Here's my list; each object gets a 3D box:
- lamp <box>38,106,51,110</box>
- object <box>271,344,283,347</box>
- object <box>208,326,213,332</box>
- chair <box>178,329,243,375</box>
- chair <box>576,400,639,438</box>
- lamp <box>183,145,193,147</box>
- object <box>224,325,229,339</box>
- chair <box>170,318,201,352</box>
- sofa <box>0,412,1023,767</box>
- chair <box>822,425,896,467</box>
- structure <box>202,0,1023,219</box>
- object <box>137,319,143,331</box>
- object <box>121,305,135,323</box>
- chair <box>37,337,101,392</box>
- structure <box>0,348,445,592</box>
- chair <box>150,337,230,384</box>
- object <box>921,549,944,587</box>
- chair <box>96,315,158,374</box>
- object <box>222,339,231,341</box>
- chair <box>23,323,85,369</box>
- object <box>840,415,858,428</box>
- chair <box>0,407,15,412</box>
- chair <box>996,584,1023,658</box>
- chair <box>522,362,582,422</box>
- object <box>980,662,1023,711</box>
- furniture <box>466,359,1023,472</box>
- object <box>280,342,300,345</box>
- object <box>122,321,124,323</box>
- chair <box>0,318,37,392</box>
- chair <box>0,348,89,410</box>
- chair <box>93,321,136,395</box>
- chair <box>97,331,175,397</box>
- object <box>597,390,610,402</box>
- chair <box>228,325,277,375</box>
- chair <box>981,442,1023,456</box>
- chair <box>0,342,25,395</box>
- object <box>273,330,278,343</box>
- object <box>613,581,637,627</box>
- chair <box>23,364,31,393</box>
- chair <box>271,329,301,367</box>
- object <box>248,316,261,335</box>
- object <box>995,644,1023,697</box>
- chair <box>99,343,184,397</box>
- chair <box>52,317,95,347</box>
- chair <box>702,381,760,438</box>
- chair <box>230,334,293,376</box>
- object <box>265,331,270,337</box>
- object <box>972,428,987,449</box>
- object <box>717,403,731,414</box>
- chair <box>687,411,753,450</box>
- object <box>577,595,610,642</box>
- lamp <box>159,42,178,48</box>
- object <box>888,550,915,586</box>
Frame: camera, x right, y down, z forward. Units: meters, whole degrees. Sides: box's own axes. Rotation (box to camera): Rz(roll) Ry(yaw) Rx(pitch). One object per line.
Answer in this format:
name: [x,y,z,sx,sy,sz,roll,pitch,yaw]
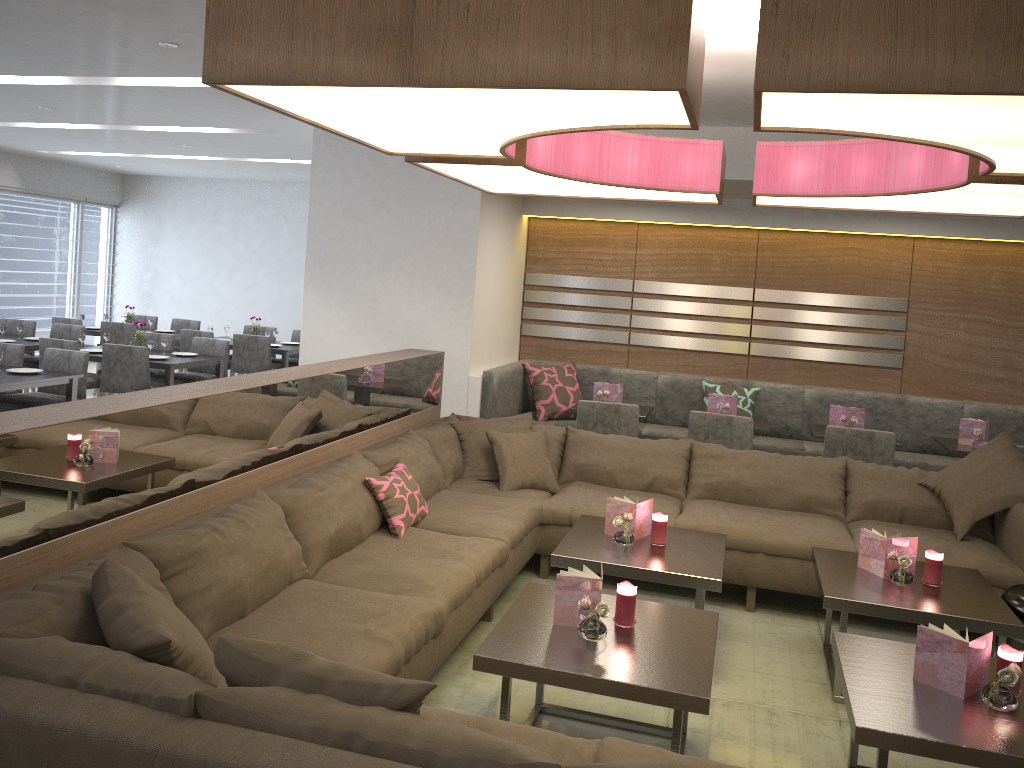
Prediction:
lamp: [-3.479,-2.053,6.577,0.089,0.007,0.089,0,8,-30]
object: [-2.404,-0.384,8.829,0.216,0.015,0.218,3,7,-5]
object: [-3.098,-0.524,9.074,0.053,0.139,0.053,3,3,-27]
chair: [-3.012,-0.163,8.819,0.478,0.759,0.493,5,4,20]
chair: [0.598,0.467,5.684,0.477,0.759,0.494,5,4,7]
lamp: [-3.027,-2.220,8.246,0.089,0.007,0.089,0,8,-30]
object: [-3.022,-0.553,9.355,0.053,0.139,0.053,3,3,-27]
chair: [-3.770,-0.329,9.763,0.478,0.759,0.493,5,4,20]
sofa: [0.595,0.814,3.149,3.184,0.672,3.782,6,7,15]
chair: [2.043,0.615,5.302,0.478,0.759,0.493,5,4,17]
structure: [0.763,-1.027,2.968,2.450,0.616,2.452,6,7,15]
object: [-3.939,-0.617,9.354,0.053,0.139,0.053,3,3,-27]
object: [-4.103,-0.711,9.463,0.155,0.275,0.104,5,3,12]
chair: [-3.477,0.010,7.100,0.478,0.759,0.493,5,4,20]
structure: [-1.044,0.476,3.597,0.224,1.002,3.789,5,6,15]
chair: [-2.773,-0.006,7.652,0.478,0.759,0.493,5,4,20]
object: [1.635,0.713,3.432,0.075,0.128,0.076,3,4,-23]
chair: [-4.293,-0.384,9.912,0.477,0.759,0.494,5,4,10]
object: [-2.967,-0.442,8.981,0.216,0.015,0.218,3,7,-5]
chair: [-4.234,-0.157,8.045,0.478,0.759,0.493,5,4,20]
object: [2.108,0.255,5.537,0.094,0.125,0.102,3,4,-21]
chair: [-3.401,0.222,5.369,0.477,0.759,0.494,5,4,10]
chair: [2.053,1.008,3.315,0.422,0.449,0.425,4,4,-4]
chair: [0.333,0.057,6.626,0.491,0.426,0.297,1,5,-32]
object: [1.363,0.815,2.436,0.193,0.125,0.095,-1,6,-43]
furniture: [2.183,0.691,4.353,5.656,0.850,4.274,6,7,15]
object: [-2.303,-0.421,9.201,0.217,0.015,0.217,8,8,30]
object: [-4.173,-0.629,9.478,0.070,0.099,0.204,3,6,-15]
chair: [-4.757,-0.212,8.194,0.477,0.759,0.494,5,4,10]
chair: [-3.219,0.159,6.001,0.478,0.759,0.493,5,4,20]
chair: [-3.951,-0.266,9.131,0.477,0.759,0.494,5,4,10]
chair: [-3.296,-0.061,7.801,0.477,0.759,0.494,5,4,10]
object: [0.623,0.103,5.935,0.107,0.125,0.095,1,5,-32]
chair: [-2.831,-0.233,9.519,0.477,0.759,0.494,5,4,10]
chair: [2.803,0.694,5.091,0.477,0.759,0.494,5,4,11]
chair: [-3.742,0.104,6.150,0.477,0.759,0.494,5,4,10]
object: [-2.466,-0.496,9.206,0.053,0.139,0.053,3,3,-27]
object: [0.361,0.697,2.805,0.075,0.128,0.076,3,4,-13]
chair: [-4.416,-0.094,7.413,0.477,0.759,0.494,5,4,10]
chair: [-2.308,-0.179,9.370,0.478,0.759,0.493,5,4,20]
object: [-2.642,-0.561,9.070,0.155,0.275,0.104,5,3,12]
object: [1.403,0.808,2.496,0.075,0.128,0.076,3,4,-23]
chair: [-2.954,0.056,7.020,0.477,0.759,0.494,5,4,10]
chair: [-4.473,-0.313,9.211,0.478,0.759,0.493,5,4,20]
chair: [1.580,0.198,6.455,0.427,0.394,0.220,5,4,16]
chair: [-2.489,-0.116,8.738,0.477,0.759,0.494,5,4,10]
object: [-2.482,-0.468,8.962,0.053,0.139,0.053,3,3,-27]
object: [2.835,0.330,5.345,0.096,0.125,0.105,5,4,15]
object: [1.363,0.178,5.744,0.110,0.125,0.092,0,6,-42]
chair: [1.308,0.539,5.506,0.478,0.759,0.493,5,4,22]
object: [0.244,0.706,2.672,0.095,0.129,0.101,4,4,-2]
lamp: [-1.677,-1.655,4.313,0.089,0.007,0.089,0,8,-30]
object: [1.504,0.707,3.406,0.095,0.128,0.107,2,5,-25]
